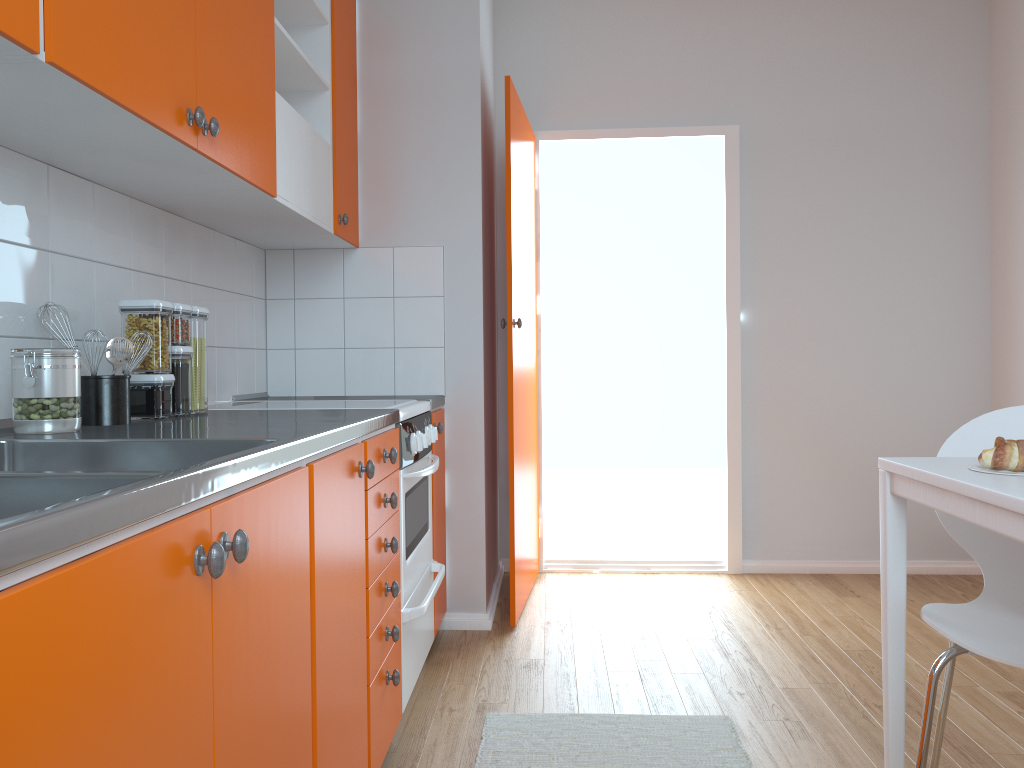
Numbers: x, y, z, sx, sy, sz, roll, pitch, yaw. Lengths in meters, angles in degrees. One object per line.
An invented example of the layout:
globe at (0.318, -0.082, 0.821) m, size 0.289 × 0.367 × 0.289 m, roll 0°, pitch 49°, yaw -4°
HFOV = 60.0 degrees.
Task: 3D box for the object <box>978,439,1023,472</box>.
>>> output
object at (0.924, 0.129, 1.603) m, size 0.131 × 0.060 × 0.069 m, roll -1°, pitch 1°, yaw 4°

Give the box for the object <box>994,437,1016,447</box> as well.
object at (0.940, 0.128, 1.655) m, size 0.075 × 0.059 × 0.060 m, roll 0°, pitch 1°, yaw 25°

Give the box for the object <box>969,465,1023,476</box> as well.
object at (0.929, 0.158, 1.618) m, size 0.164 × 0.005 × 0.169 m, roll -2°, pitch 2°, yaw -44°

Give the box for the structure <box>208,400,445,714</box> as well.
structure at (-0.584, 0.491, 2.628) m, size 0.731 × 0.864 × 0.620 m, roll -1°, pitch 1°, yaw 3°

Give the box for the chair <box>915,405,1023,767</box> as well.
chair at (1.066, 0.491, 1.765) m, size 0.510 × 0.870 × 0.637 m, roll 0°, pitch 1°, yaw 28°

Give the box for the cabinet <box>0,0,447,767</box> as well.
cabinet at (-0.639, -0.230, 1.739) m, size 0.703 × 2.348 × 3.113 m, roll -1°, pitch 1°, yaw 3°

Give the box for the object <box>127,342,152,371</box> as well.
object at (-0.800, -0.004, 1.823) m, size 0.116 × 0.164 × 0.035 m, roll -1°, pitch 1°, yaw -15°

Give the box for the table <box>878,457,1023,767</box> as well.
table at (1.397, 0.544, 1.421) m, size 1.276 × 0.771 × 0.833 m, roll -1°, pitch 1°, yaw 4°

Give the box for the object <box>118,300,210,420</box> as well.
object at (-0.805, -0.056, 2.071) m, size 0.094 × 0.261 × 0.302 m, roll -1°, pitch 1°, yaw 3°

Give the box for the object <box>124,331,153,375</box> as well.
object at (-0.770, -0.043, 1.803) m, size 0.075 × 0.131 × 0.044 m, roll -1°, pitch 1°, yaw -4°

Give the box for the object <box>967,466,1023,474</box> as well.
object at (0.926, 0.156, 1.621) m, size 0.121 × 0.005 × 0.121 m, roll -1°, pitch 1°, yaw -17°

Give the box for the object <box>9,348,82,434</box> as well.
object at (-0.835, 0.012, 1.591) m, size 0.119 × 0.150 × 0.115 m, roll 0°, pitch 1°, yaw 38°

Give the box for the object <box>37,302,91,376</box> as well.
object at (-0.876, -0.043, 1.810) m, size 0.185 × 0.251 × 0.063 m, roll -1°, pitch 1°, yaw 6°

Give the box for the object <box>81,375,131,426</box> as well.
object at (-0.818, 0.035, 1.786) m, size 0.095 × 0.105 × 0.097 m, roll -1°, pitch 1°, yaw -15°

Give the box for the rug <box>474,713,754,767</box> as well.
rug at (0.224, 0.933, 1.619) m, size 0.678 × 0.009 × 1.677 m, roll -1°, pitch 1°, yaw 3°

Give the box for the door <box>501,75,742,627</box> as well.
door at (0.315, -0.145, 3.927) m, size 1.377 × 2.055 × 0.698 m, roll -1°, pitch 1°, yaw -38°

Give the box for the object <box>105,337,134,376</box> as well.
object at (-0.799, -0.005, 1.750) m, size 0.088 × 0.176 × 0.052 m, roll 0°, pitch 1°, yaw 13°

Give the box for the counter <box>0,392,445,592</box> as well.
counter at (-0.653, 0.126, 1.743) m, size 0.679 × 0.132 × 3.112 m, roll -1°, pitch 1°, yaw 3°

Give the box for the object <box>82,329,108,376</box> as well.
object at (-0.826, -0.012, 1.745) m, size 0.044 × 0.190 × 0.109 m, roll -1°, pitch 1°, yaw -35°
